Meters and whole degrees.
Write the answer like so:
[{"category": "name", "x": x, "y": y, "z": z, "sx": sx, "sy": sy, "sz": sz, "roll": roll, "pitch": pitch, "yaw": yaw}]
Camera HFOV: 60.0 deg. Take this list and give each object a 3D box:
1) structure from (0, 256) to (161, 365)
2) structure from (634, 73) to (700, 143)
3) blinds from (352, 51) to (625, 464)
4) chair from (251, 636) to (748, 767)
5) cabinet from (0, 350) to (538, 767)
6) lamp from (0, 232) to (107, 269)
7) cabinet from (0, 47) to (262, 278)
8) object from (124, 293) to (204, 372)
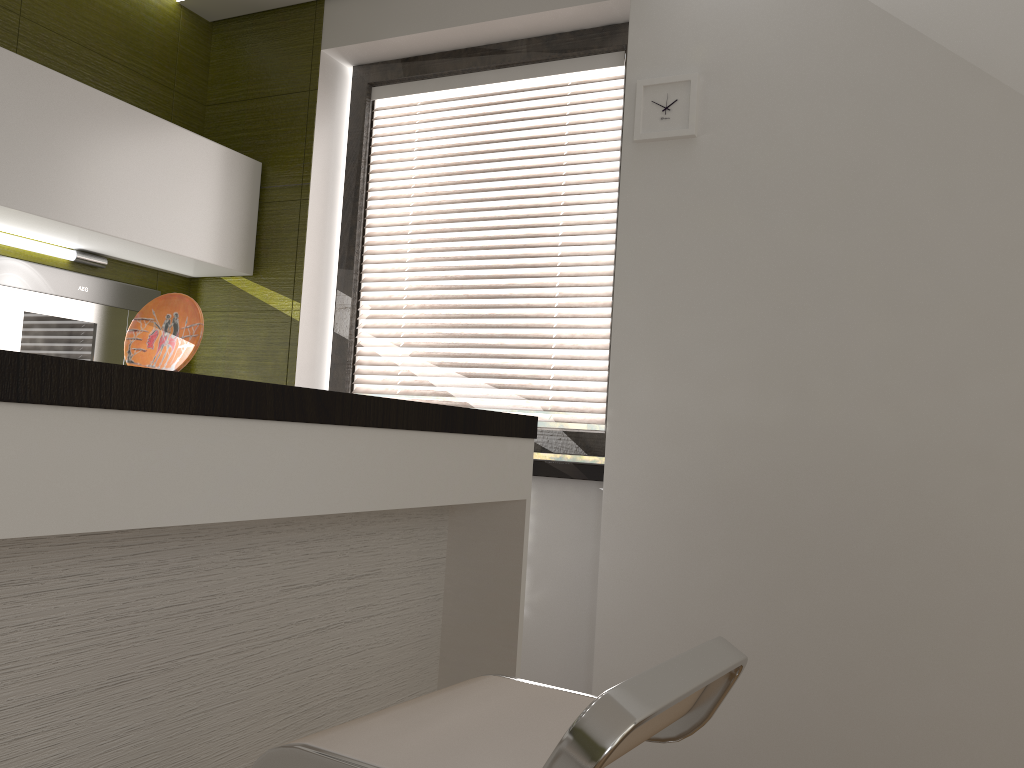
[{"category": "structure", "x": -1.488, "y": -0.144, "z": 3.038, "sx": 0.015, "sy": 0.469, "sz": 0.663, "roll": 2, "pitch": -4, "yaw": 26}, {"category": "structure", "x": 0.446, "y": -0.795, "z": 2.558, "sx": 0.180, "sy": 0.180, "sz": 0.026, "roll": 2, "pitch": -4, "yaw": 26}, {"category": "blinds", "x": -1.245, "y": -2.831, "z": 7.240, "sx": 16.000, "sy": 12.704, "sz": 9.030, "roll": 5, "pitch": -4, "yaw": -24}, {"category": "chair", "x": -0.026, "y": 0.710, "z": 1.007, "sx": 0.460, "sy": 0.857, "sz": 0.418, "roll": 1, "pitch": -4, "yaw": 32}, {"category": "cabinet", "x": -0.916, "y": 0.508, "z": 0.898, "sx": 0.663, "sy": 1.134, "sz": 2.947, "roll": 2, "pitch": -4, "yaw": 26}, {"category": "lamp", "x": -1.566, "y": -0.454, "z": 2.782, "sx": 0.095, "sy": 0.041, "sz": 0.716, "roll": 2, "pitch": -4, "yaw": 26}, {"category": "cabinet", "x": -1.976, "y": 0.023, "z": 1.845, "sx": 0.724, "sy": 2.089, "sz": 3.471, "roll": 2, "pitch": -4, "yaw": 26}, {"category": "object", "x": -0.679, "y": -0.093, "z": 1.728, "sx": 0.184, "sy": 0.178, "sz": 0.055, "roll": 2, "pitch": -4, "yaw": 22}]
